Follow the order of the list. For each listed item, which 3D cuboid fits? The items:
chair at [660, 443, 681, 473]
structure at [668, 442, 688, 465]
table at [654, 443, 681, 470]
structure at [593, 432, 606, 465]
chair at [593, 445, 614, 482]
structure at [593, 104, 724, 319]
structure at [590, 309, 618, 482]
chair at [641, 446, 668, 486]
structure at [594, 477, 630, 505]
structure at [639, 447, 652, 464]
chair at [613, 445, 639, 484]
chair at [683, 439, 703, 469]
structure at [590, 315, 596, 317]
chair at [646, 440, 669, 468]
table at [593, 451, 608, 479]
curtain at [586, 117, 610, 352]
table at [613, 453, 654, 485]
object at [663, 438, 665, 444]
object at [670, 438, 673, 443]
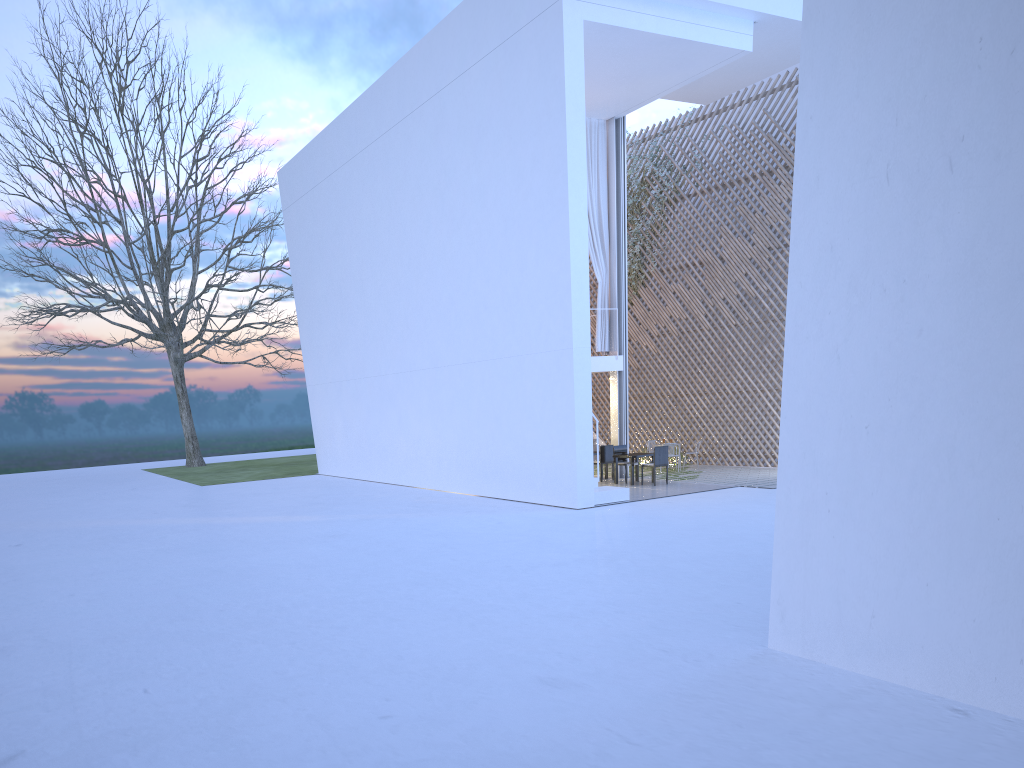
[{"bbox_3d":[2.009,0.930,10.449,0.263,0.411,0.225,0,14,14],"label":"chair"},{"bbox_3d":[2.282,0.972,11.442,0.307,0.350,0.280,7,15,44],"label":"structure"},{"bbox_3d":[2.035,0.956,10.770,0.348,0.361,0.321,0,11,22],"label":"table"},{"bbox_3d":[0.478,0.259,12.595,1.130,2.122,1.887,-14,14,-37],"label":"structure"},{"bbox_3d":[1.079,0.956,9.930,0.185,0.474,0.224,-13,17,-30],"label":"chair"},{"bbox_3d":[1.856,-2.000,11.070,0.701,2.947,2.272,-18,18,-39],"label":"structure"},{"bbox_3d":[1.030,0.060,8.837,1.322,1.936,1.368,-11,14,-29],"label":"structure"},{"bbox_3d":[1.588,0.911,9.168,0.185,0.474,0.224,-13,17,-30],"label":"chair"},{"bbox_3d":[0.462,-0.514,9.150,1.667,3.583,3.492,-13,12,-31],"label":"structure"},{"bbox_3d":[1.936,1.038,11.974,0.261,0.282,0.247,-8,11,-22],"label":"structure"},{"bbox_3d":[1.330,0.934,9.579,0.185,0.474,0.224,-13,17,-30],"label":"chair"},{"bbox_3d":[2.355,0.913,10.723,0.249,0.411,0.237,-1,14,10],"label":"chair"},{"bbox_3d":[0.792,-0.521,10.399,0.027,0.598,1.637,-15,7,-32],"label":"structure"},{"bbox_3d":[1.933,0.945,11.050,0.254,0.411,0.233,-11,16,-29],"label":"chair"},{"bbox_3d":[0.716,1.029,10.049,0.892,0.357,0.335,-5,9,-28],"label":"table"},{"bbox_3d":[0.874,-1.610,9.162,0.494,2.617,0.091,-13,21,-29],"label":"curtain"},{"bbox_3d":[1.408,0.975,9.453,0.349,0.359,0.335,-9,11,-30],"label":"table"},{"bbox_3d":[1.993,0.746,10.793,0.031,0.083,0.028,1,17,14],"label":"object"},{"bbox_3d":[2.056,0.739,10.618,0.031,0.083,0.028,1,17,14],"label":"object"}]
